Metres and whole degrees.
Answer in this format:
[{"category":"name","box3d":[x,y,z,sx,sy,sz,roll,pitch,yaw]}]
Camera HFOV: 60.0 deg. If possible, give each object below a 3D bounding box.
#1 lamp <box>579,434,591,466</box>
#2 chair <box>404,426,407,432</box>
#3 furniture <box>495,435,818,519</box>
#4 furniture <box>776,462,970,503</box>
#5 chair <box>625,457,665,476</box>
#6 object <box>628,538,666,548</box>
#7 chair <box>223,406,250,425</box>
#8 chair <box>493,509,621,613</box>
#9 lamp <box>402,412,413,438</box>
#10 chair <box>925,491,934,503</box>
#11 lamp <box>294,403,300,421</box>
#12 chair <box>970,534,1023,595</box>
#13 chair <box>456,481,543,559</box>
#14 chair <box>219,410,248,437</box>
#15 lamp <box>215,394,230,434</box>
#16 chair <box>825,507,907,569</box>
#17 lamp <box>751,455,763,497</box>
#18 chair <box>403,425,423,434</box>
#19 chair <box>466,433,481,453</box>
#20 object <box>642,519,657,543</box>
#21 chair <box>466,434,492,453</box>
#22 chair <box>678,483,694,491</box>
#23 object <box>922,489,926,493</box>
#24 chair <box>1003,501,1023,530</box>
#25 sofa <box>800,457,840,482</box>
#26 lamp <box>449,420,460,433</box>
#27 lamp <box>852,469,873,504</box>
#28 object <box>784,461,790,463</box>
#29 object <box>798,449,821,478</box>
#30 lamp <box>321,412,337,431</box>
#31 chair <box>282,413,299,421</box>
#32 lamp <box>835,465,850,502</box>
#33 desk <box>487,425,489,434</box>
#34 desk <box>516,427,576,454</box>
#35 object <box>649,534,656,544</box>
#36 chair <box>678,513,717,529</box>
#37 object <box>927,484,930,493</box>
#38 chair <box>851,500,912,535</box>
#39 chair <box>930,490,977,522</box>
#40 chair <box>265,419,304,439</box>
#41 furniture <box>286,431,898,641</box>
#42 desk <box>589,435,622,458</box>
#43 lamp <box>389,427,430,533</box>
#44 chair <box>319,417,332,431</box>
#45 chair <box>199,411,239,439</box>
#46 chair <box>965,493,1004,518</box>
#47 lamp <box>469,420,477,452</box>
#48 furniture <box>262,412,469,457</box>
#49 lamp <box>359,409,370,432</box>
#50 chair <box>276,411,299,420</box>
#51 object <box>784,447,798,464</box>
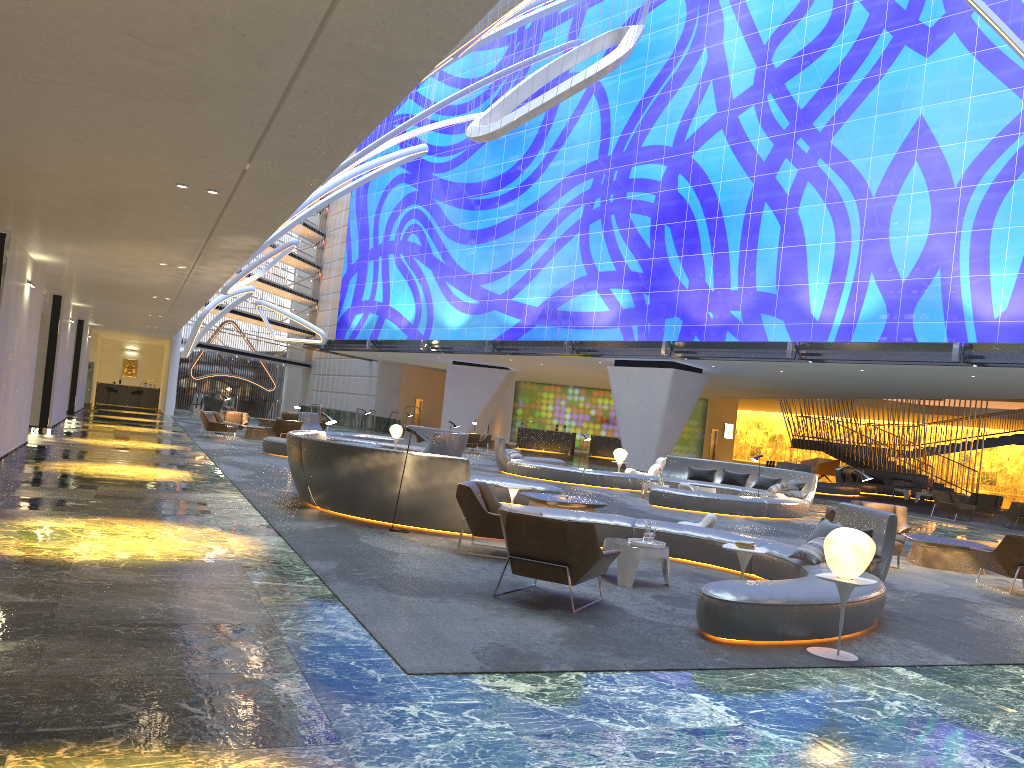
[{"category":"lamp","box3d":[2.035,2.077,25.297,0.383,1.300,0.202,6,0,42]},{"category":"chair","box3d":[-3.729,2.076,34.587,0.938,0.766,0.930,6,-1,10]},{"category":"furniture","box3d":[3.311,2.262,22.941,5.194,0.969,9.915,7,-2,-31]},{"category":"furniture","box3d":[13.008,3.727,34.210,9.930,0.969,5.187,6,-2,-6]},{"category":"chair","box3d":[3.777,2.456,24.730,1.157,0.882,0.729,6,-1,-4]},{"category":"object","box3d":[1.376,1.626,9.058,0.382,0.038,0.381,7,-2,-31]},{"category":"chair","box3d":[-11.071,1.321,35.515,0.938,0.766,0.930,6,-1,1]},{"category":"chair","box3d":[0.371,1.512,7.767,0.928,0.766,0.940,5,-2,27]},{"category":"lamp","box3d":[-4.393,1.825,37.017,0.384,1.300,0.202,6,0,-6]},{"category":"chair","box3d":[15.895,4.284,33.649,0.491,0.501,0.586,6,-1,-6]},{"category":"lamp","box3d":[-6.517,1.212,26.767,0.202,1.300,0.384,6,0,-6]},{"category":"chair","box3d":[6.634,2.326,11.521,0.929,0.766,0.939,6,-1,-4]},{"category":"chair","box3d":[-0.149,1.542,10.063,0.938,0.766,0.930,6,-1,10]},{"category":"chair","box3d":[-9.082,1.285,28.837,0.930,0.766,0.938,7,-1,-17]},{"category":"lamp","box3d":[-9.386,0.978,28.756,0.384,1.300,0.202,6,0,-6]},{"category":"chair","box3d":[4.984,2.188,12.573,0.931,0.766,0.937,7,-2,-45]},{"category":"lamp","box3d":[5.901,2.349,21.468,0.385,1.300,0.201,6,0,-30]},{"category":"chair","box3d":[-4.089,2.131,37.098,0.930,0.766,0.938,7,-1,-17]},{"category":"chair","box3d":[-1.778,2.289,34.683,0.931,0.766,0.937,7,-2,-40]},{"category":"object","box3d":[1.404,1.520,9.108,0.131,0.252,0.103,7,-1,-40]},{"category":"chair","box3d":[-1.380,2.395,36.354,0.939,0.766,0.929,6,-1,-15]},{"category":"chair","box3d":[4.312,2.548,20.570,0.584,0.501,1.788,5,-2,31]},{"category":"object","box3d":[15.443,4.003,33.193,0.151,0.118,0.071,6,-1,12]},{"category":"chair","box3d":[13.676,3.535,23.577,0.928,0.766,0.940,6,-1,15]},{"category":"sofa","box3d":[15.926,4.415,46.010,1.062,1.179,3.419,6,-2,3]},{"category":"lamp","box3d":[-1.591,1.603,23.058,0.384,1.300,0.202,6,0,-6]},{"category":"lamp","box3d":[5.837,2.099,14.960,0.383,1.300,0.202,6,0,29]},{"category":"object","box3d":[10.832,3.228,34.940,0.318,0.387,0.366,6,-1,-16]},{"category":"object","box3d":[16.513,4.346,49.165,1.206,1.664,0.476,6,0,-13]},{"category":"lamp","box3d":[-3.102,1.122,14.547,0.383,1.300,0.202,6,0,26]},{"category":"chair","box3d":[-8.589,1.571,35.063,0.928,0.766,0.940,5,-2,29]},{"category":"lamp","box3d":[7.232,2.417,19.459,0.383,1.300,0.202,6,0,21]},{"category":"desk","box3d":[-2.353,3.097,62.254,2.974,1.097,0.814,6,-1,15]},{"category":"desk","box3d":[1.803,2.965,46.790,2.974,1.097,0.814,6,-1,15]},{"category":"object","box3d":[1.420,1.585,9.014,0.071,0.118,0.071,6,-1,35]},{"category":"chair","box3d":[2.648,2.073,12.647,0.586,0.501,0.491,6,-1,11]},{"category":"object","box3d":[15.542,3.889,33.067,0.076,0.355,0.066,6,0,-31]},{"category":"chair","box3d":[6.127,2.396,14.834,0.928,0.766,0.940,6,-1,18]},{"category":"chair","box3d":[12.478,3.465,25.129,0.931,0.766,0.938,7,-1,-25]},{"category":"chair","box3d":[-6.771,1.443,26.422,0.931,0.766,0.937,7,-2,-40]},{"category":"furniture","box3d":[0.201,1.496,11.429,5.193,0.969,9.917,7,-2,-26]},{"category":"desk","box3d":[5.661,3.386,46.945,2.975,1.097,0.814,6,-1,13]},{"category":"lamp","box3d":[-1.258,1.185,10.936,0.384,1.300,0.201,6,0,-23]},{"category":"chair","box3d":[-8.062,1.699,36.954,0.940,0.766,0.929,7,-1,-21]},{"category":"chair","box3d":[-8.722,1.230,26.327,0.938,0.766,0.930,6,-1,10]},{"category":"chair","box3d":[14.316,3.727,26.866,0.928,0.766,0.940,5,-2,38]},{"category":"lamp","box3d":[-1.524,2.059,35.027,0.202,1.300,0.384,6,0,-6]},{"category":"furniture","box3d":[-4.026,1.588,25.965,5.187,0.969,9.929,6,-2,-6]},{"category":"lamp","box3d":[-5.123,1.502,30.506,0.384,1.300,0.202,6,0,-6]},{"category":"chair","box3d":[-9.512,1.577,37.863,0.929,0.766,0.939,6,-1,4]},{"category":"object","box3d":[15.456,4.231,49.123,0.475,1.664,1.207,6,-1,32]}]
